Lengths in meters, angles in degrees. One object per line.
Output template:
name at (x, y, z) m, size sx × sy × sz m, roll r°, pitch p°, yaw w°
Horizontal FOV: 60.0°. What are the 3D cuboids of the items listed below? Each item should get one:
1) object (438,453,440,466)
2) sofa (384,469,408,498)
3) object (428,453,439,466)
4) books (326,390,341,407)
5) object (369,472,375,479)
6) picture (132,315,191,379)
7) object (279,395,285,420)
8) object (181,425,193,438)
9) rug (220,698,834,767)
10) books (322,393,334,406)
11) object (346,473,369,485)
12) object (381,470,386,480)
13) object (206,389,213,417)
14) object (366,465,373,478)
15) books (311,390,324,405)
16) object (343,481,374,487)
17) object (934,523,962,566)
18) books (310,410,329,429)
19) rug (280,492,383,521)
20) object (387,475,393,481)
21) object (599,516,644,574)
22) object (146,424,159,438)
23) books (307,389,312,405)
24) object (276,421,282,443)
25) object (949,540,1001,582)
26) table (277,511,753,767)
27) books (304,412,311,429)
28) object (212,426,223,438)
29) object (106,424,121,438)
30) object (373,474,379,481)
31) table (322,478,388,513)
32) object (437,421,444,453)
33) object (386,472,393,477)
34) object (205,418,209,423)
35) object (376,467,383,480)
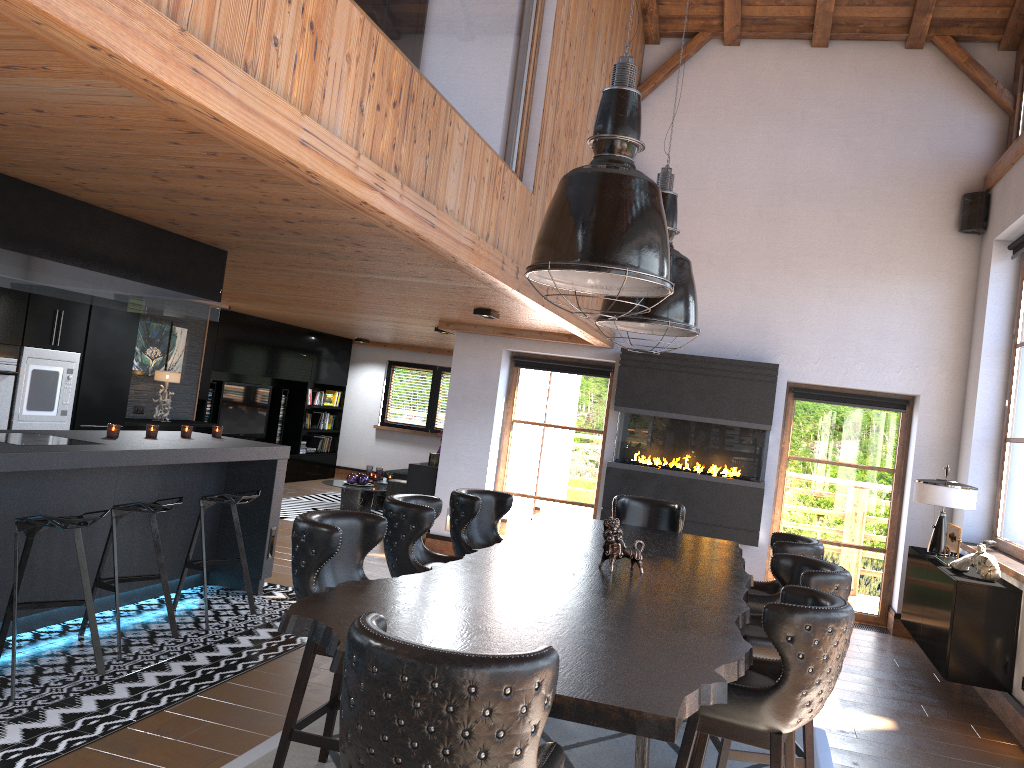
object at (-0.757, 0.815, 9.541) m, size 0.098 × 0.135 × 0.107 m, roll 9°, pitch -3°, yaw -43°
sofa at (-1.109, 1.367, 12.161) m, size 2.076 × 0.819 × 3.105 m, roll 7°, pitch -1°, yaw 16°
object at (-0.834, 0.803, 9.433) m, size 0.108 × 0.135 × 0.097 m, roll 7°, pitch -2°, yaw 6°
books at (-3.050, 0.245, 15.066) m, size 0.211 × 0.261 × 0.211 m, roll 7°, pitch -2°, yaw 15°
object at (-1.905, 1.246, 12.028) m, size 0.078 × 0.081 × 0.080 m, roll 6°, pitch -2°, yaw 30°
picture at (-3.664, -0.372, 9.201) m, size 0.010 × 0.594 × 0.930 m, roll 7°, pitch -2°, yaw 16°
object at (-3.578, 0.348, 13.559) m, size 0.124 × 0.379 × 0.126 m, roll 7°, pitch -2°, yaw 15°
object at (-2.305, 0.336, 6.276) m, size 0.080 × 0.081 × 0.078 m, roll 8°, pitch -2°, yaw -29°
rug at (0.120, 1.739, 3.714) m, size 2.537 × 0.047 × 5.660 m, roll 7°, pitch -1°, yaw 16°
books at (-3.147, 0.257, 14.819) m, size 0.259 × 0.197 × 0.297 m, roll 7°, pitch -2°, yaw 18°
object at (-1.966, 1.215, 11.346) m, size 0.284 × 0.143 × 0.264 m, roll 7°, pitch -2°, yaw -1°
object at (-1.792, 1.243, 12.108) m, size 0.114 × 0.122 × 0.113 m, roll 8°, pitch -2°, yaw -8°
object at (-4.086, 0.243, 11.756) m, size 0.124 × 0.379 × 0.126 m, roll 7°, pitch -2°, yaw 15°
object at (-1.951, 1.200, 12.118) m, size 0.095 × 0.167 × 0.094 m, roll 8°, pitch -2°, yaw -13°
books at (-3.255, 0.223, 14.551) m, size 0.181 × 0.233 × 0.286 m, roll 7°, pitch -2°, yaw 19°
object at (-1.967, 1.281, 11.329) m, size 0.390 × 0.022 × 0.398 m, roll 6°, pitch -2°, yaw 34°
object at (3.306, 1.203, 6.652) m, size 0.149 × 0.288 × 0.503 m, roll 7°, pitch -2°, yaw 16°
books at (-3.227, 0.593, 14.706) m, size 0.220 × 0.296 × 0.347 m, roll 7°, pitch -2°, yaw 16°
rug at (-2.271, 1.611, 11.524) m, size 1.652 × 0.020 × 2.915 m, roll 7°, pitch -1°, yaw 15°
object at (-1.657, 1.278, 12.036) m, size 0.078 × 0.081 × 0.080 m, roll 6°, pitch -2°, yaw 30°
object at (0.514, 0.740, 4.071) m, size 0.222 × 0.254 × 0.115 m, roll 8°, pitch -2°, yaw -22°
object at (-2.405, 0.316, 5.922) m, size 0.080 × 0.081 × 0.078 m, roll 8°, pitch -2°, yaw -30°
books at (-3.323, 0.184, 14.080) m, size 0.206 × 0.270 × 0.241 m, roll 7°, pitch -2°, yaw 16°
object at (-3.626, 0.724, 13.544) m, size 0.124 × 0.379 × 0.126 m, roll 7°, pitch -2°, yaw 15°
object at (3.188, 1.190, 6.105) m, size 0.181 × 0.263 × 0.497 m, roll 8°, pitch -2°, yaw -16°
table at (0.323, 1.313, 4.028) m, size 1.421 × 0.950 × 3.816 m, roll 7°, pitch -1°, yaw 16°
books at (-3.360, 0.579, 14.287) m, size 0.209 × 0.270 × 0.238 m, roll 7°, pitch -2°, yaw 15°
object at (-2.205, 0.357, 6.630) m, size 0.080 × 0.081 × 0.078 m, roll 8°, pitch -2°, yaw -29°
object at (-2.505, 0.295, 5.568) m, size 0.080 × 0.081 × 0.078 m, roll 8°, pitch -2°, yaw -30°
object at (-1.827, 1.253, 11.862) m, size 0.078 × 0.081 × 0.080 m, roll 6°, pitch -2°, yaw 30°
table at (-1.902, 1.465, 11.624) m, size 0.891 × 0.372 × 1.532 m, roll 7°, pitch -1°, yaw 16°
object at (-0.743, 0.634, 9.721) m, size 0.151 × 0.505 × 0.326 m, roll 7°, pitch -2°, yaw 15°
object at (-1.686, 1.270, 12.177) m, size 0.093 × 0.099 × 0.091 m, roll 9°, pitch -2°, yaw -38°
object at (-4.134, 0.619, 11.741) m, size 0.124 × 0.379 × 0.126 m, roll 7°, pitch -2°, yaw 15°
object at (-1.800, 1.216, 11.992) m, size 0.095 × 0.167 × 0.094 m, roll 8°, pitch -2°, yaw -13°
